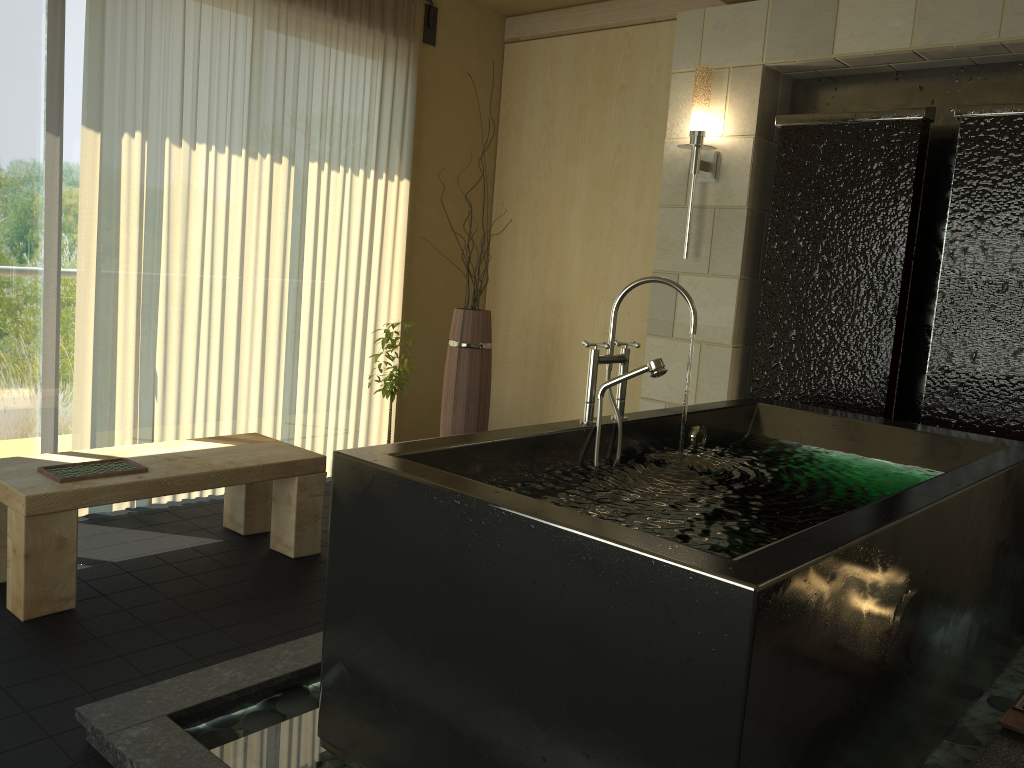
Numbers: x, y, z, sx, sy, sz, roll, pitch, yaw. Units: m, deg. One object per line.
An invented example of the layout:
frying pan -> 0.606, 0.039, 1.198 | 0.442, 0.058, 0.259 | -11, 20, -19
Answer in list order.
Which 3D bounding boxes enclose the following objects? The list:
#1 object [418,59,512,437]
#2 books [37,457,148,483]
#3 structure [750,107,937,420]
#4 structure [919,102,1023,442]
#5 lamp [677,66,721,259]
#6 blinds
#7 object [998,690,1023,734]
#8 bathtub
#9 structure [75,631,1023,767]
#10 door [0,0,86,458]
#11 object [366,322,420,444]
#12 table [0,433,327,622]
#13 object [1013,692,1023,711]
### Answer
object -> -0.256, -0.490, 4.434 | 0.468, 2.176, 0.463 | 5, 7, 2
books -> -1.424, 0.292, 3.020 | 0.182, 0.014, 0.294 | 11, 10, 41
structure -> 1.319, -0.112, 3.779 | 0.642, 2.064, 0.094 | 11, 9, 41
structure -> 1.856, -0.005, 3.304 | 0.642, 2.064, 0.094 | 11, 9, 41
lamp -> 0.823, -0.982, 3.975 | 0.176, 0.836, 0.188 | 10, 9, 41
blinds -> -1.129, -0.761, 4.253 | 0.064, 2.575, 1.945 | 10, 9, 40
object -> 1.385, 0.817, 2.168 | 0.254, 0.031, 0.441 | 11, 10, 41
bathtub -> 0.680, 0.303, 2.516 | 1.069, 1.160, 2.133 | 11, 10, 41
structure -> 0.938, 1.022, 2.910 | 1.975, 0.635, 3.802 | 11, 10, 41
door -> -2.136, -0.575, 3.483 | 0.063, 2.329, 1.038 | 10, 9, 40
object -> -0.569, 0.151, 4.129 | 0.242, 0.928, 0.267 | 3, 7, -11
table -> -1.310, 0.472, 3.298 | 0.514, 0.399, 1.125 | 11, 10, 41
object -> 1.310, 0.735, 2.151 | 0.131, 0.124, 0.131 | 11, 10, 41
